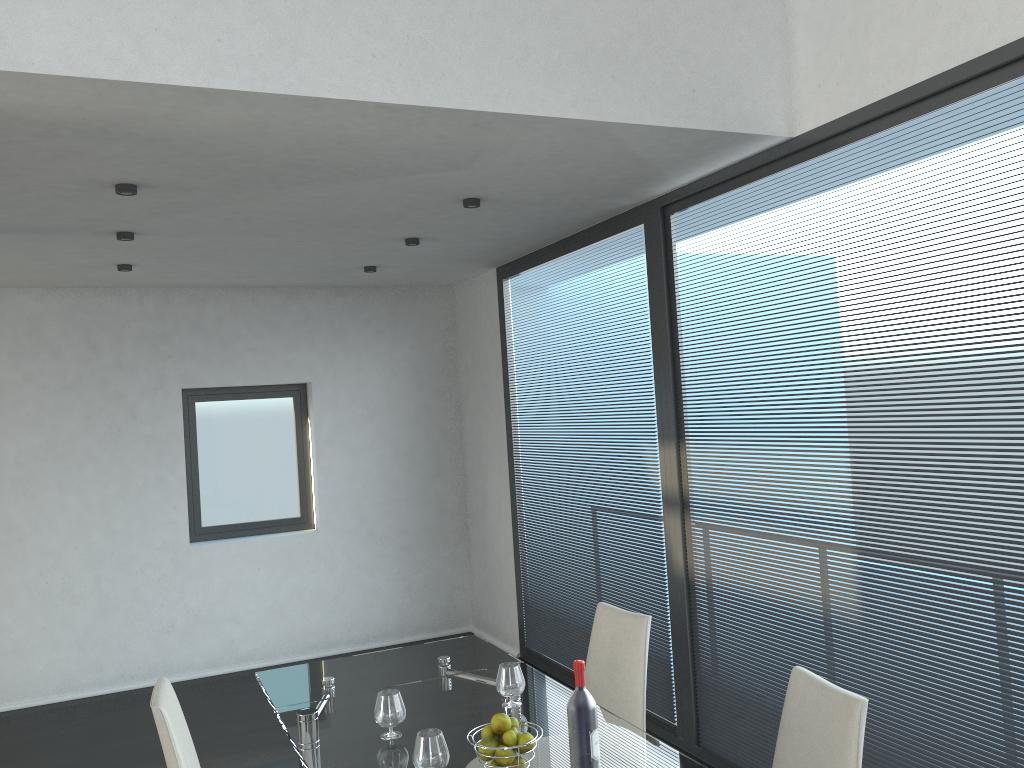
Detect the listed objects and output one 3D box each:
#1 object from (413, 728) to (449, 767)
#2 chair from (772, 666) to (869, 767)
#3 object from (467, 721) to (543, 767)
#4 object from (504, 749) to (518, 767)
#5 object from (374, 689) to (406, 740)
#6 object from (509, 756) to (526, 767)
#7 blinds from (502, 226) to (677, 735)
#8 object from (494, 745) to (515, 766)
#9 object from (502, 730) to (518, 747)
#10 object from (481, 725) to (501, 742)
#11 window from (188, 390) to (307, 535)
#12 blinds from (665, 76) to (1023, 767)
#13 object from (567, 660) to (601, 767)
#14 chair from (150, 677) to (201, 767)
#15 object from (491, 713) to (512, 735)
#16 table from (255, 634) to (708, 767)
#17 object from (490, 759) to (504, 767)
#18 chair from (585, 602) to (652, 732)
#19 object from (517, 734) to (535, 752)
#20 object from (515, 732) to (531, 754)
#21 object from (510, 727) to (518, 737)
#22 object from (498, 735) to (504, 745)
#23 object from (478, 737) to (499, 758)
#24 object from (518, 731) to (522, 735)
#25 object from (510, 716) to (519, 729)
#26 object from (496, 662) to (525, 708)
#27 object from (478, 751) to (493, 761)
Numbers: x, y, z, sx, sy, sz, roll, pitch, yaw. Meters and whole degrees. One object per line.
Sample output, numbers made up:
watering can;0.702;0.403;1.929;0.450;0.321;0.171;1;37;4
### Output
object;-0.216;0.996;2.364;0.098;0.132;0.098;-3;-2;-4
chair;0.576;1.263;2.212;0.612;0.959;0.471;-3;-2;-14
object;-0.016;0.994;2.385;0.206;0.105;0.206;-4;-2;21
object;-0.015;1.011;2.414;0.061;0.056;0.059;-4;-2;21
object;-0.375;1.016;2.729;0.098;0.132;0.098;-3;-2;-4
object;0.012;1.013;2.365;0.048;0.048;0.048;-3;-2;-13
blinds;0.377;0.514;5.236;0.018;2.537;1.787;-3;-2;-24
object;-0.019;0.977;2.334;0.054;0.055;0.053;-4;-2;31
object;-0.006;0.943;2.355;0.040;0.043;0.044;-3;-2;-9
object;-0.058;0.953;2.409;0.050;0.054;0.055;-5;-2;35
window;-1.943;0.565;6.537;0.800;1.000;0.050;-3;-2;-24
blinds;1.193;0.414;3.383;0.018;2.537;1.874;-3;-2;-24
object;0.181;0.871;2.266;0.082;0.326;0.082;-3;-2;-3
chair;-0.727;1.356;2.657;0.612;0.959;0.471;-3;-2;-19
object;-0.029;0.915;2.390;0.055;0.056;0.055;-3;-2;-24
table;-0.019;1.419;2.454;0.940;0.731;2.720;-3;-2;-24
object;-0.040;1.022;2.370;0.038;0.038;0.038;-3;-2;-20
chair;0.193;1.310;3.087;0.612;0.959;0.471;-3;-2;-29
object;0.038;0.953;2.355;0.047;0.048;0.047;-4;-2;29
object;0.032;0.971;2.397;0.058;0.058;0.058;-5;-2;33
object;-0.002;0.950;2.406;0.040;0.038;0.040;-5;-2;37
object;-0.029;0.974;2.443;0.047;0.045;0.047;-3;-2;-20
object;-0.063;0.965;2.354;0.055;0.048;0.054;-3;-2;-31
object;0.015;0.975;2.435;0.040;0.040;0.039;-3;-2;-32
object;-0.005;0.939;2.446;0.047;0.045;0.047;-3;-2;-23
object;-0.005;0.998;2.944;0.098;0.132;0.098;-3;-2;-4
object;-0.068;0.995;2.394;0.045;0.042;0.045;-3;-2;-29
